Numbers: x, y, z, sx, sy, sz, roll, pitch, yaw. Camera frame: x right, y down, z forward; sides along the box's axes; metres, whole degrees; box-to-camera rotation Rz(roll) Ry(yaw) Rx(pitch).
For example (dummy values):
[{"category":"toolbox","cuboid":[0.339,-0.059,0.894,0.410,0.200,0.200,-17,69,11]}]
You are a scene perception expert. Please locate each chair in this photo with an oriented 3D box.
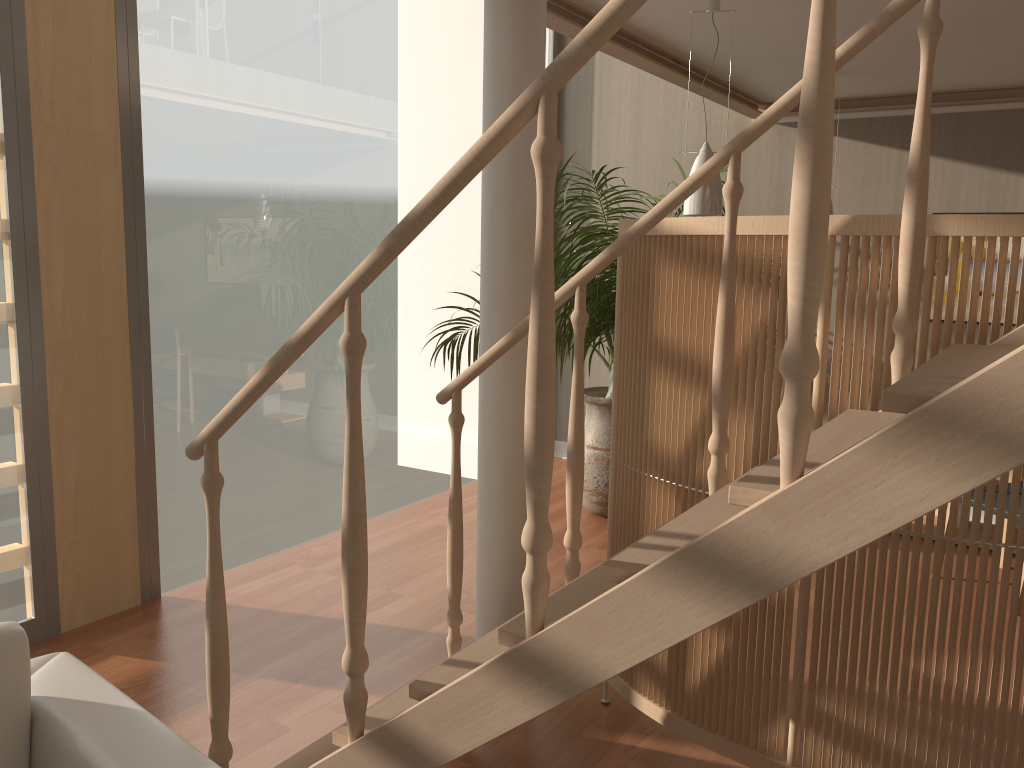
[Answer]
[{"category":"chair","cuboid":[2.378,0.550,4.125,0.509,0.856,0.582,-2,9,-18]},{"category":"chair","cuboid":[-1.044,0.927,1.552,0.905,0.740,0.900,9,11,41]}]

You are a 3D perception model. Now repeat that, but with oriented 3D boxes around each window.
[{"category":"window","cuboid":[-2.379,-0.510,2.321,0.020,3.100,2.095,6,10,32]},{"category":"window","cuboid":[-0.629,-1.630,4.965,0.020,5.200,3.340,6,10,32]}]

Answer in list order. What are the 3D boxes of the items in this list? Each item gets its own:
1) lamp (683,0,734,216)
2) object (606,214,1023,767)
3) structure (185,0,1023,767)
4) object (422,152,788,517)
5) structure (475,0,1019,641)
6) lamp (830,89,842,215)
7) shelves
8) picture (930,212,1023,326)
[{"category":"lamp","cuboid":[0.704,-1.011,3.180,0.139,0.800,0.139,-7,12,-43]},{"category":"object","cuboid":[1.153,0.367,2.197,2.229,1.542,0.233,8,11,37]},{"category":"structure","cuboid":[0.842,-0.460,1.477,3.150,3.578,1.000,6,10,32]},{"category":"object","cuboid":[0.600,-0.156,5.193,2.109,2.304,2.157,5,9,24]},{"category":"structure","cuboid":[2.650,0.283,0.283,10.775,2.533,8.342,6,10,32]},{"category":"lamp","cuboid":[1.641,-1.214,4.653,0.139,0.800,0.139,2,9,6]},{"category":"shelves","cuboid":[2.797,0.599,4.682,1.600,0.590,0.658,6,10,32]},{"category":"picture","cuboid":[3.013,-0.626,4.893,1.317,0.633,0.010,6,10,32]}]
